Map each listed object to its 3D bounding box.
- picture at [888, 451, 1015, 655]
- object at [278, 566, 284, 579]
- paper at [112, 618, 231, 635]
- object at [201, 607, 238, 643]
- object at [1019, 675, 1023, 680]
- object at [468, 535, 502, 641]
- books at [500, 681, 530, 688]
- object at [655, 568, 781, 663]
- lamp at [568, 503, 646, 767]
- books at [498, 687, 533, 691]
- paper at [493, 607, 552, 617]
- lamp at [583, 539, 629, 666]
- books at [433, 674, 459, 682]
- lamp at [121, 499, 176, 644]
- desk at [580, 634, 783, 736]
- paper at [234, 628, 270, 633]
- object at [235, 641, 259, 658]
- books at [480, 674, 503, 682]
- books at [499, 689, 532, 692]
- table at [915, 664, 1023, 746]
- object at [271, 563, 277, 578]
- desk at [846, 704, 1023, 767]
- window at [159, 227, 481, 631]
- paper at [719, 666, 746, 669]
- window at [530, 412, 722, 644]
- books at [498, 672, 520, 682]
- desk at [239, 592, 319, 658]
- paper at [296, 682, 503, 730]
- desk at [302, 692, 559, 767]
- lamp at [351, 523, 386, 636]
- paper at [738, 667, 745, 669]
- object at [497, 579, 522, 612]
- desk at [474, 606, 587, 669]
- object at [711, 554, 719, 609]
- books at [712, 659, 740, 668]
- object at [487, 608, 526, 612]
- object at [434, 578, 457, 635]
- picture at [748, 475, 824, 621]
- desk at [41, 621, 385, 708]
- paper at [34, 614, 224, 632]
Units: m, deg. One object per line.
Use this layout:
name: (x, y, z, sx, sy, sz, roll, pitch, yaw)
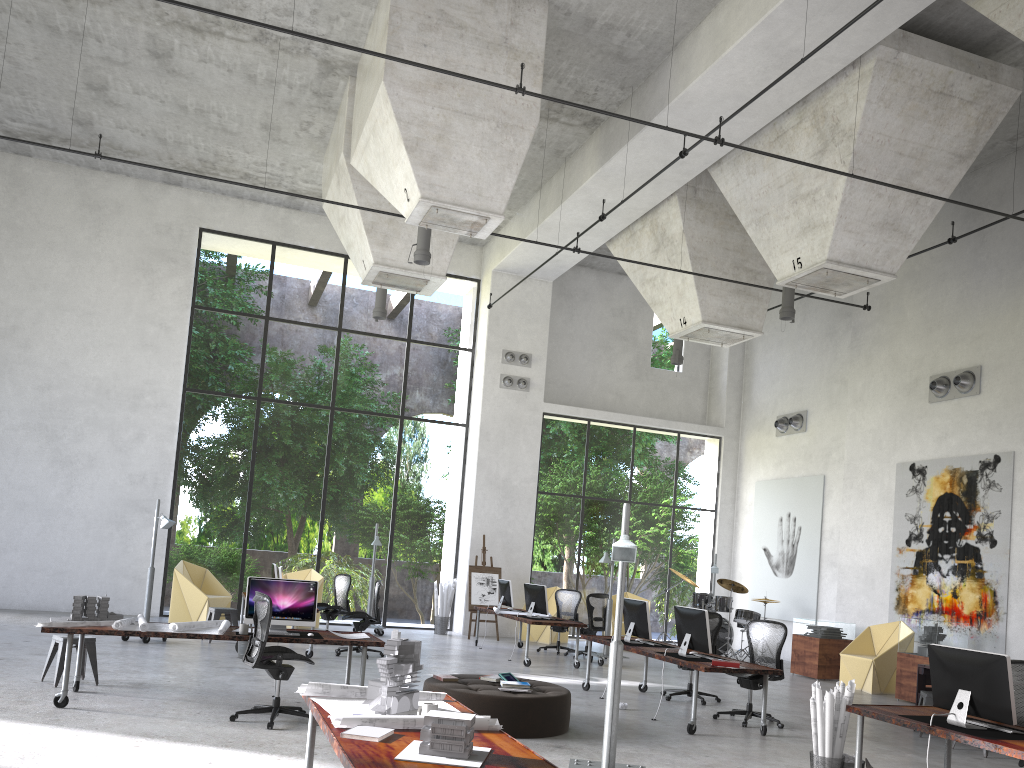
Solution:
picture: (6.977, 2.681, 14.106, 0.020, 2.986, 2.376, 6, -7, -18)
object: (-3.402, 3.048, 13.286, 0.378, 0.546, 0.724, 6, -9, -12)
paper: (-3.322, 2.374, 8.670, 1.080, 0.104, 0.987, 8, -12, -19)
object: (-4.588, 3.812, 13.882, 0.480, 0.526, 0.458, 9, -8, -33)
object: (5.530, 3.186, 9.536, 0.118, 0.055, 0.138, 14, -14, -42)
object: (-0.582, 4.152, 18.009, 0.697, 2.122, 0.689, 6, -4, -18)
books: (0.032, 3.016, 8.816, 0.285, 0.033, 0.201, 6, -11, -6)
object: (4.337, 4.771, 18.204, 1.899, 1.722, 2.989, 10, -11, -34)
lamp: (0.776, 1.954, 6.521, 0.579, 2.131, 0.603, 4, -4, 6)
books: (0.036, 2.965, 8.535, 0.300, 0.039, 0.224, 1, -11, 16)
paper: (0.173, 4.010, 15.500, 1.077, 0.104, 0.991, 6, -11, -8)
lamp: (1.675, 3.719, 15.026, 0.599, 2.131, 0.582, 6, -4, -19)
books: (-0.674, 2.992, 8.944, 0.176, 0.032, 0.256, 10, -12, -27)
lamp: (-5.442, 2.807, 13.255, 0.595, 2.131, 0.586, 4, -4, 14)
desk: (1.847, 3.549, 10.511, 0.978, 0.714, 3.166, 7, -11, -18)
paper: (-2.606, 2.545, 9.056, 0.485, 0.001, 0.435, 6, -11, -8)
object: (-3.708, 3.682, 12.312, 0.297, 0.295, 0.401, 8, -9, -25)
books: (-0.183, 3.067, 9.160, 0.197, 0.034, 0.289, -1, -12, 27)
books: (0.029, 2.967, 8.509, 0.300, 0.031, 0.223, 5, -11, -4)
table: (5.821, 3.738, 10.054, 1.512, 0.786, 1.620, 8, -10, -18)
object: (-3.859, 3.275, 14.603, 0.379, 0.546, 0.723, 6, -9, -17)
desk: (3.556, 2.713, 5.644, 0.968, 0.714, 3.168, 7, -11, -18)
window: (-3.808, 1.132, 18.421, 5.989, 7.771, 0.067, 7, -4, -19)
paper: (2.281, 2.966, 9.232, 0.290, 0.001, 0.214, 5, -11, -2)
window: (2.605, 3.346, 19.823, 4.583, 4.844, 0.020, 7, -4, -19)
books: (-0.030, 3.045, 9.074, 0.146, 0.101, 0.206, 10, -11, -33)
desk: (-3.769, 3.792, 13.943, 0.968, 0.714, 3.168, 7, -11, -18)
paper: (-0.689, 1.876, 5.128, 0.982, 0.104, 1.086, 9, -12, -23)
desk: (-0.433, 2.136, 4.330, 0.978, 0.714, 3.166, 7, -11, -18)
lamp: (-2.700, 3.763, 16.965, 0.582, 2.131, 0.599, 6, -4, -19)
paper: (2.273, 2.967, 9.231, 0.290, 0.001, 0.214, -3, -13, 33)
object: (-0.048, 3.882, 16.138, 0.379, 0.546, 0.723, 6, -9, -17)
desk: (0.220, 4.369, 15.258, 0.978, 0.714, 3.166, 7, -11, -18)
object: (4.517, 4.889, 19.742, 0.578, 2.131, 0.603, 3, -4, 16)
books: (2.243, 2.933, 9.217, 0.284, 0.051, 0.206, 2, -11, 13)
object: (-0.067, 4.162, 16.121, 0.690, 0.008, 0.859, 8, -12, -17)
object: (-1.419, 4.615, 18.240, 0.416, 1.197, 0.441, 8, -6, -41)
picture: (5.810, 3.521, 18.779, 0.020, 2.986, 2.359, 6, -7, -18)
desk: (-2.939, 2.835, 8.823, 3.143, 0.717, 0.984, 8, -9, -19)
paper: (-3.555, 2.350, 8.622, 0.890, 0.102, 1.966, 0, -12, 20)
